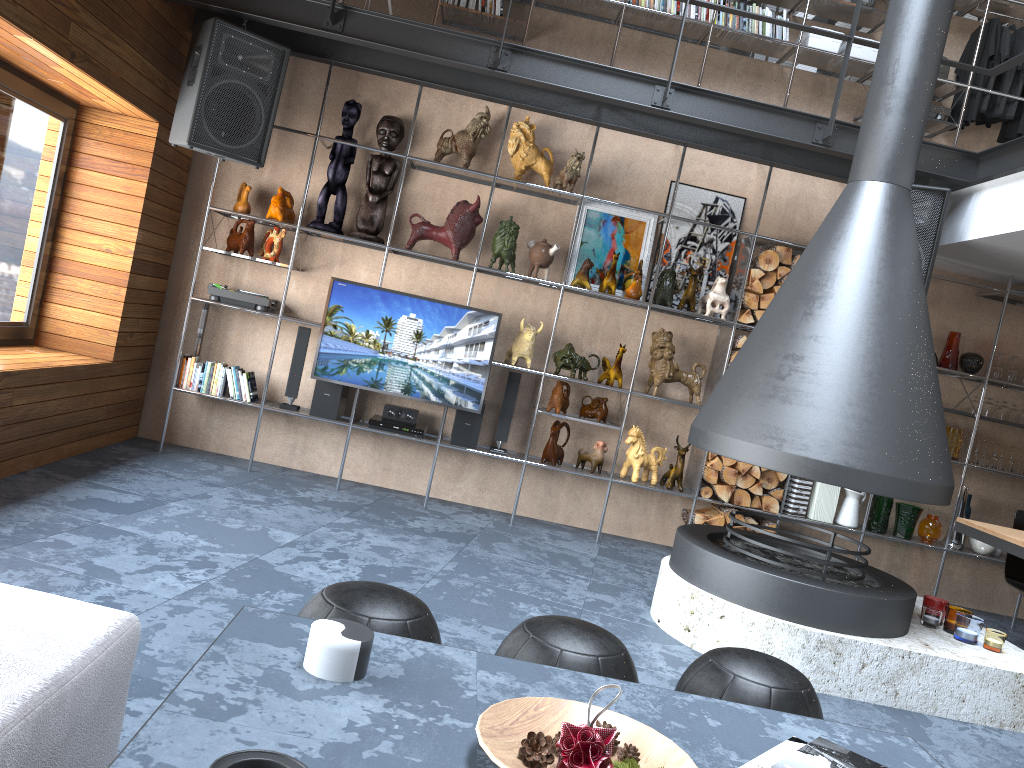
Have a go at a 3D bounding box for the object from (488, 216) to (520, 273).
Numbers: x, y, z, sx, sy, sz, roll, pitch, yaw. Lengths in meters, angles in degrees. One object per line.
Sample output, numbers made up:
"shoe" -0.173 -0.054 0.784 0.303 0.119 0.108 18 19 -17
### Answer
"object" -0.037 -0.889 5.662 0.167 0.356 0.255 13 3 16

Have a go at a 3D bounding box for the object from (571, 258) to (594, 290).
"object" 0.462 -0.710 5.763 0.137 0.207 0.272 12 3 1

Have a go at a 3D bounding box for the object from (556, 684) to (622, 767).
"object" 0.131 0.599 1.511 0.105 0.172 0.118 10 3 -41

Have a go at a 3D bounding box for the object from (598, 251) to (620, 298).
"object" 0.638 -0.712 5.761 0.097 0.290 0.290 12 3 -5

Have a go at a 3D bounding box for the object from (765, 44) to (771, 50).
"object" 1.662 -2.270 5.704 0.059 0.186 0.156 12 3 -3

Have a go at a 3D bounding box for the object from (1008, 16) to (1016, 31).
"object" 3.238 -2.291 5.760 0.009 0.197 0.387 12 3 -7

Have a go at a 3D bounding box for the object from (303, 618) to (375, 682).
"object" -0.347 0.533 1.782 0.126 0.081 0.126 11 3 -30

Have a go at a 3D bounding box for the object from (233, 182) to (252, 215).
"object" -1.696 -1.175 5.623 0.107 0.209 0.233 11 3 -16

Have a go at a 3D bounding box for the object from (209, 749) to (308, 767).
"object" -0.361 0.577 1.265 0.160 0.040 0.160 11 3 -26

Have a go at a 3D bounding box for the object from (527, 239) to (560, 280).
"object" 0.182 -0.797 5.665 0.237 0.266 0.164 13 3 14

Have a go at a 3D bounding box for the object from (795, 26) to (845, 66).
"object" 1.972 -2.176 5.724 0.228 0.136 0.295 12 3 -3

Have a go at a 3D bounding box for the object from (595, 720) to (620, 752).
"object" 0.170 0.649 1.630 0.063 0.061 0.061 12 3 -4

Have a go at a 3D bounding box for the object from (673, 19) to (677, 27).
"object" 1.047 -2.416 5.658 0.053 0.214 0.153 12 3 -3

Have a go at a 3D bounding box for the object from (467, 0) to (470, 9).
"object" -0.261 -2.419 5.583 0.009 0.177 0.112 12 3 -3

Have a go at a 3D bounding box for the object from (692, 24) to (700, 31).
"object" 1.182 -2.396 5.655 0.061 0.235 0.140 12 3 -3

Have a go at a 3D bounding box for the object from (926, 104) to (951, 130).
"object" 2.596 -1.779 5.808 0.404 0.114 0.320 12 3 -3

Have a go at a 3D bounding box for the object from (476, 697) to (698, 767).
"object" 0.126 0.658 1.533 0.395 0.061 0.395 12 3 -11

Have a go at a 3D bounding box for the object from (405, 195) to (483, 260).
"object" -0.425 -1.016 5.653 0.462 0.440 0.219 12 3 -3

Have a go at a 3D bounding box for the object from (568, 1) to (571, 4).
"object" 0.379 -2.549 5.657 0.047 0.201 0.137 12 3 -3

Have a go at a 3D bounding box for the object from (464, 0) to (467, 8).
"object" -0.280 -2.422 5.575 0.009 0.178 0.112 12 3 -3

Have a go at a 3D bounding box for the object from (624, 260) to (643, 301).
"object" 0.802 -0.670 5.749 0.123 0.270 0.227 12 3 -3

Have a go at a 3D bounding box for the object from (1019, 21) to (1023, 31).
"object" 3.301 -2.277 5.764 0.009 0.197 0.387 12 3 -7

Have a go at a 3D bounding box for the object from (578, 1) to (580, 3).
"object" 0.434 -2.534 5.604 0.044 0.196 0.124 12 3 -3

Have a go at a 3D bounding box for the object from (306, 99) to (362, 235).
"object" -1.107 -1.394 5.658 0.244 0.879 0.244 13 3 25

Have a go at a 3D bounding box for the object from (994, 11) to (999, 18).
"object" 3.118 -2.316 5.754 0.009 0.197 0.387 12 3 -7

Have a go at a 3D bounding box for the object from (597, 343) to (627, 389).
"object" 0.654 -0.129 5.796 0.097 0.290 0.290 11 3 -23

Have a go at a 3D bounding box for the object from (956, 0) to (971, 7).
"object" 2.904 -2.572 5.741 0.228 0.136 0.295 12 3 -3

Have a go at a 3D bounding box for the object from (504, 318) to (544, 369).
"object" 0.064 -0.267 5.713 0.154 0.310 0.325 11 3 -18

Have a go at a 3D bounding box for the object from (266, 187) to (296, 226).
"object" -1.451 -1.123 5.640 0.138 0.222 0.278 13 3 7

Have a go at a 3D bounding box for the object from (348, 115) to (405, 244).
"object" -0.851 -1.317 5.695 0.237 0.840 0.305 12 3 -1

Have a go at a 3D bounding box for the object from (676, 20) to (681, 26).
"object" 1.064 -2.404 5.651 0.053 0.202 0.120 12 3 -3

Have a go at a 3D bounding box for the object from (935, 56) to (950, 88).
"object" 2.642 -2.088 5.756 0.376 0.247 0.166 12 3 -5

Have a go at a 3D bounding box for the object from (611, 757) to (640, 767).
"object" 0.198 0.676 1.539 0.073 0.034 0.081 11 3 -15

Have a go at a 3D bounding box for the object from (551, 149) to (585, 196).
"object" 0.369 -1.343 5.645 0.131 0.280 0.208 11 3 -21

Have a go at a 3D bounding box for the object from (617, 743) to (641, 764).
"object" 0.209 0.666 1.590 0.043 0.042 0.042 12 3 0

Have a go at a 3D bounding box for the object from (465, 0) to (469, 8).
"object" -0.271 -2.419 5.573 0.011 0.174 0.111 12 3 -3

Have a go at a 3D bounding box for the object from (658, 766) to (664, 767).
"object" 0.260 0.676 1.516 0.039 0.039 0.048 12 3 -7

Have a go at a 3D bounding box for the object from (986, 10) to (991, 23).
"object" 3.080 -2.367 5.752 0.016 0.118 0.283 12 3 -3

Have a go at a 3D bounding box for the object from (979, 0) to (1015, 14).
"object" 3.167 -2.549 5.760 0.196 0.205 0.142 12 3 -5

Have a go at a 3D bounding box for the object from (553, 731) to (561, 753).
"object" 0.093 0.650 1.599 0.042 0.042 0.043 12 3 -9

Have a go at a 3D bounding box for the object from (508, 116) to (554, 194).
"object" 0.129 -1.496 5.764 0.328 0.458 0.215 12 3 2

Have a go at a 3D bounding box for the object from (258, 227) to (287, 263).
"object" -1.531 -0.892 5.661 0.267 0.223 0.060 15 4 43

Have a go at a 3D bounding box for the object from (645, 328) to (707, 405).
"object" 1.078 -0.119 5.811 0.405 0.451 0.210 12 3 -11

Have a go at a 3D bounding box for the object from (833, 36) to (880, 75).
"object" 2.234 -2.120 5.738 0.228 0.136 0.295 12 3 -3

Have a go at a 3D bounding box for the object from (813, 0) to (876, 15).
"object" 2.167 -2.529 5.733 0.390 0.240 0.166 14 3 30

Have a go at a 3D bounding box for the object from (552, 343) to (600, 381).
"object" 0.395 -0.150 5.761 0.192 0.221 0.403 14 3 34

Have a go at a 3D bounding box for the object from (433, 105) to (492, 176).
"object" -0.310 -1.581 5.702 0.328 0.442 0.207 12 3 -10

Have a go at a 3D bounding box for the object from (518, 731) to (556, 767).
"object" 0.044 0.627 1.516 0.060 0.062 0.062 10 4 -42

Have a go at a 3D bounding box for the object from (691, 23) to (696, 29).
"object" 1.163 -2.382 5.653 0.047 0.187 0.135 12 3 -3

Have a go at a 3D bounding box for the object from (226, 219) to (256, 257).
"object" -1.727 -0.937 5.645 0.233 0.229 0.116 14 3 37
